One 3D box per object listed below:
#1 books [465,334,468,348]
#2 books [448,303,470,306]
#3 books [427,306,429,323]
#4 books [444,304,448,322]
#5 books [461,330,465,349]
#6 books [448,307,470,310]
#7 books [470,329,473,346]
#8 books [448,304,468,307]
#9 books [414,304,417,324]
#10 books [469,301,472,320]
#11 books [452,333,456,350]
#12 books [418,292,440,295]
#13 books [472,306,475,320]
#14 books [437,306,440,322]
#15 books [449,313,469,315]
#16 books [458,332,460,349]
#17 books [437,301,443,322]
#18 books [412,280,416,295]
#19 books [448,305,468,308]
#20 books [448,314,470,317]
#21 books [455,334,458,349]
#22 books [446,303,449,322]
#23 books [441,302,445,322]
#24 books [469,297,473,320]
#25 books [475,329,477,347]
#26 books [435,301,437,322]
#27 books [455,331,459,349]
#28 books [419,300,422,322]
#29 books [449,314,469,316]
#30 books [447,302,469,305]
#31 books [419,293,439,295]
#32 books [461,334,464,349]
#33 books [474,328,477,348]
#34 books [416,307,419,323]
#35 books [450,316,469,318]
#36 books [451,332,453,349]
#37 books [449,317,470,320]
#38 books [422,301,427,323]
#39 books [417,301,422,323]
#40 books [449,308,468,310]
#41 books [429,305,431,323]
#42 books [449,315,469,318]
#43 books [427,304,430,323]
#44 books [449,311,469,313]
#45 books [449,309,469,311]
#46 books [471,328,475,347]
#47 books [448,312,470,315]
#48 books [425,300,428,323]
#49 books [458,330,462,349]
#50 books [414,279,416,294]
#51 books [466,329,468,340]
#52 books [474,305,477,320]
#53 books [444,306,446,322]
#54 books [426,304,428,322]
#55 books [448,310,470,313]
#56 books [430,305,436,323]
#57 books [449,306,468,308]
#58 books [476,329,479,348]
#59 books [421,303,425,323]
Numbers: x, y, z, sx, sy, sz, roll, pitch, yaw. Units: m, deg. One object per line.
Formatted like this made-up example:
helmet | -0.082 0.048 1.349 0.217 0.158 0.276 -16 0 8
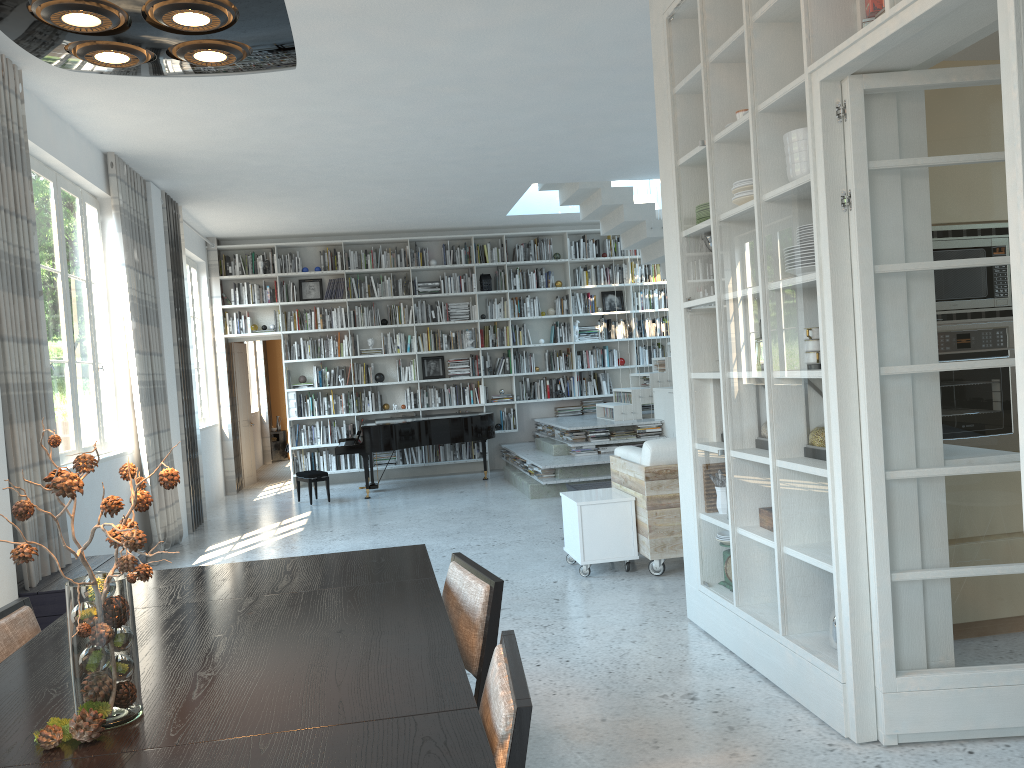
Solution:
books | -0.614 -0.563 11.798 0.035 0.201 0.149 -4 2 -9
books | -0.716 -1.051 11.765 0.285 0.012 0.159 -4 1 -14
books | -1.111 -0.913 11.710 0.014 0.233 0.147 -4 2 -9
books | -0.876 -0.935 11.739 0.015 0.245 0.183 -4 2 -9
books | -0.645 -0.590 11.795 0.024 0.259 0.126 -4 2 -9
books | -0.714 -1.001 11.776 0.285 0.012 0.159 -4 1 -10
books | -0.540 -0.597 11.808 0.025 0.260 0.130 -4 2 -9
books | -0.717 -1.039 11.777 0.254 0.012 0.161 -4 1 -9
books | -1.271 -0.918 11.681 0.026 0.267 0.170 -4 2 -9
books | -0.553 -0.963 11.785 0.012 0.254 0.161 -4 2 -9
books | -0.777 -0.562 11.755 0.029 0.224 0.185 -4 2 -9
books | -1.095 -1.195 11.707 0.285 0.012 0.159 -4 1 -6
books | -0.521 -0.937 11.804 0.029 0.198 0.172 -4 2 -9
books | -0.979 -0.914 11.728 0.024 0.216 0.148 -4 2 -9
books | -0.708 -0.929 11.776 0.254 0.012 0.161 -4 1 -11
books | -0.715 -0.570 11.793 0.025 0.230 0.143 -4 2 -9
books | -0.955 -0.953 11.734 0.049 0.291 0.162 -4 2 -9
books | -1.292 -1.251 11.661 0.027 0.201 0.167 -4 2 -9
books | -0.715 -1.027 11.773 0.254 0.012 0.161 -4 1 -7
books | -0.706 -0.904 11.774 0.285 0.012 0.159 -4 1 -12
books | -0.748 -0.553 11.762 0.029 0.200 0.178 -4 2 -9
books | -0.860 -0.937 11.729 0.013 0.247 0.176 -4 2 -9
books | -0.917 -0.944 11.726 0.021 0.269 0.191 -4 2 -9
books | -0.546 -0.996 11.802 0.012 0.319 0.139 -4 2 -9
books | -0.484 -0.602 11.823 0.014 0.261 0.137 -4 2 -9
books | -1.005 -0.947 11.730 0.022 0.285 0.130 -4 2 -9
books | -0.728 -0.576 11.754 0.012 0.245 0.186 -4 2 -9
books | -1.204 -0.946 11.708 0.014 0.313 0.133 -4 2 -9
books | -0.707 -0.917 11.776 0.254 0.012 0.161 -4 1 -7
books | -0.718 -1.063 11.772 0.285 0.012 0.159 -4 1 -7
books | -1.094 -1.183 11.705 0.254 0.012 0.161 -4 1 -5
books | -0.666 -0.562 11.798 0.022 0.206 0.114 -4 2 -9
books | -0.496 -0.604 11.809 0.014 0.266 0.153 -4 2 -9
books | -1.246 -0.901 11.701 0.027 0.228 0.147 -4 2 -9
books | -0.705 -0.880 11.782 0.254 0.012 0.161 -4 1 -9
books | -0.798 -0.566 11.763 0.010 0.234 0.175 -4 2 -9
books | -0.704 -0.868 11.780 0.285 0.012 0.159 -4 1 -8
books | -1.156 -0.941 11.707 0.029 0.295 0.151 -4 2 -9
books | -1.220 -0.937 11.686 0.026 0.297 0.179 -4 2 -9
books | -0.712 -0.989 11.774 0.254 0.012 0.161 -4 1 -7
books | -1.085 -0.918 11.711 0.011 0.239 0.147 -4 2 -9
books | -0.706 -0.892 11.779 0.254 0.012 0.161 -4 1 -10
books | -1.097 -0.922 11.708 0.014 0.250 0.172 -4 2 -9
books | -0.710 -0.953 11.777 0.254 0.012 0.161 -4 1 -8
books | -0.711 -0.977 11.772 0.254 0.012 0.161 -4 1 -12
books | -0.518 -0.609 11.822 0.025 0.279 0.108 -4 2 -9
books | -0.710 -0.941 11.778 0.285 0.012 0.159 -4 1 -8
books | -1.135 -0.945 11.702 0.011 0.300 0.179 -4 2 -9
books | -0.688 -0.586 11.778 0.025 0.259 0.150 -4 2 -9
books | -1.275 -1.261 11.677 0.013 0.218 0.141 -4 2 -9
books | -0.594 -0.596 11.809 0.014 0.263 0.135 -4 2 -9
books | -0.493 -0.943 11.814 0.030 0.205 0.158 -4 2 -9
books | -0.895 -0.920 11.745 0.024 0.216 0.132 -4 2 -9
books | -1.124 -0.921 11.707 0.011 0.252 0.153 -4 2 -9
books | -0.710 -0.965 11.773 0.285 0.012 0.159 -4 1 -6
books | -1.045 -0.919 11.711 0.066 0.237 0.153 -4 2 -9
books | -0.713 -1.013 11.767 0.254 0.012 0.161 -4 1 -4
books | -0.467 -0.605 11.833 0.023 0.265 0.107 -4 2 -9
books | -1.179 -0.924 11.686 0.025 0.266 0.185 -4 2 -9
